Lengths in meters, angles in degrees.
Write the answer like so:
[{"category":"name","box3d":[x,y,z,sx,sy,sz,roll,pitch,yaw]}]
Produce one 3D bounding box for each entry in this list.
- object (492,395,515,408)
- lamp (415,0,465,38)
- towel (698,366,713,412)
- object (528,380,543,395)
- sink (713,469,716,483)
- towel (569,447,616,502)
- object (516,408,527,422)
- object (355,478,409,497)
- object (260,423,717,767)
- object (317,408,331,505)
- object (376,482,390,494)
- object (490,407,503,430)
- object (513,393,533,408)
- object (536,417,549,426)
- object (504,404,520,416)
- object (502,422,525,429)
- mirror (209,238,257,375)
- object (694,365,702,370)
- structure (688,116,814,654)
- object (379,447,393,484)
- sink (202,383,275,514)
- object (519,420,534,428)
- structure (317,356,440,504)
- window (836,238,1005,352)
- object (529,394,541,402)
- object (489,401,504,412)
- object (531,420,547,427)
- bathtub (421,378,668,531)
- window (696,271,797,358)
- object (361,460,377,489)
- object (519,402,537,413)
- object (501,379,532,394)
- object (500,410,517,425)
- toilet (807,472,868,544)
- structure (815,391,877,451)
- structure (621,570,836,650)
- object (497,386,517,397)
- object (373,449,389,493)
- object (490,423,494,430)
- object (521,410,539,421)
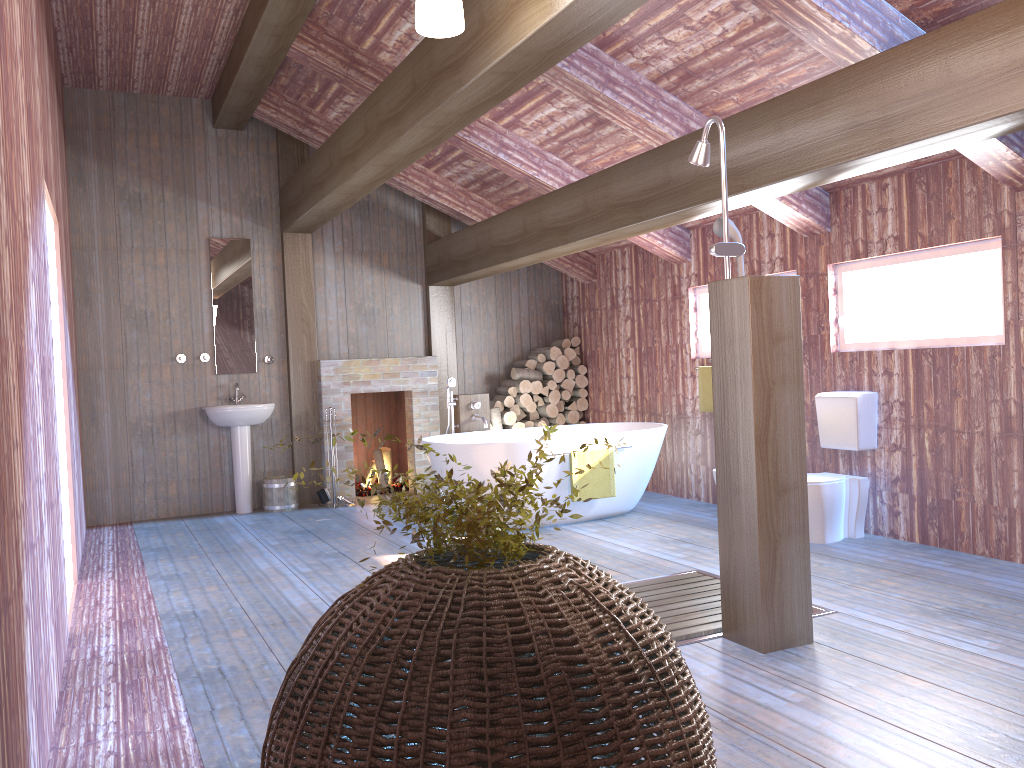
[{"category":"object","box3d":[-0.085,0.167,8.687,0.115,0.123,0.291,-3,1,-24]},{"category":"lamp","box3d":[-0.278,-1.766,3.156,0.174,1.001,0.174,-4,1,-44]},{"category":"towel","box3d":[1.573,0.042,6.884,0.032,0.361,0.370,-3,1,-25]},{"category":"object","box3d":[0.145,0.031,8.808,0.138,0.147,0.440,-3,1,-25]},{"category":"sink","box3d":[1.676,0.714,6.314,0.515,0.517,0.335,-3,1,-24]},{"category":"towel","box3d":[0.574,0.637,6.281,0.370,0.361,0.032,-3,1,-29]},{"category":"object","box3d":[0.020,0.301,8.851,0.128,0.150,0.323,-3,1,-25]},{"category":"object","box3d":[-1.400,1.032,8.982,0.829,0.085,0.935,-4,1,-43]},{"category":"object","box3d":[-0.056,0.609,1.939,0.972,1.073,0.970,-4,1,-45]},{"category":"object","box3d":[-1.670,0.640,7.818,0.136,0.846,0.062,-4,1,-44]},{"category":"object","box3d":[-1.283,1.018,8.694,0.085,0.084,0.278,-2,1,21]},{"category":"object","box3d":[-0.153,0.372,8.473,0.147,0.298,0.109,-3,1,-22]},{"category":"object","box3d":[0.038,0.160,8.750,0.141,0.143,0.437,-3,1,-27]},{"category":"object","box3d":[0.255,0.389,8.964,0.116,0.118,0.289,-3,1,-27]},{"category":"object","box3d":[-0.036,0.254,8.728,0.111,0.113,0.301,-3,1,-26]},{"category":"object","box3d":[-0.032,0.428,8.737,0.139,0.148,0.458,-3,1,-25]},{"category":"mirror","box3d":[-2.465,-0.688,7.845,0.350,1.199,0.009,-3,1,-25]},{"category":"object","box3d":[1.600,-0.127,6.892,0.091,0.043,0.581,-3,1,-25]},{"category":"structure","box3d":[0.988,-0.042,3.705,0.328,2.209,0.522,-3,1,-5]},{"category":"object","box3d":[-1.279,0.864,8.939,0.140,0.459,0.266,-3,1,-8]},{"category":"sink","box3d":[-2.334,0.557,7.674,0.582,1.143,0.475,-3,1,-26]},{"category":"object","box3d":[0.102,0.413,8.786,0.114,0.120,0.303,-3,1,-24]},{"category":"structure","box3d":[-1.241,0.419,8.344,1.130,1.330,0.226,-3,1,-25]},{"category":"window","box3d":[2.439,-0.504,5.332,0.054,0.587,1.255,-3,1,-24]},{"category":"object","box3d":[0.190,0.139,8.824,0.088,0.092,0.280,-3,1,-24]},{"category":"object","box3d":[-0.197,0.218,8.687,0.114,0.113,0.301,-3,1,-27]},{"category":"object","box3d":[0.197,0.404,8.826,0.098,0.100,0.437,-3,1,-27]},{"category":"bathtub","box3d":[0.278,0.477,6.774,1.935,1.109,1.460,-3,1,-3]},{"category":"window","box3d":[1.801,-0.503,6.741,0.054,0.587,1.255,-3,1,-24]},{"category":"object","box3d":[-1.397,0.913,8.813,0.221,0.306,0.121,-3,1,2]},{"category":"object","box3d":[0.130,0.219,8.791,0.115,0.123,0.291,-3,1,-24]},{"category":"object","box3d":[0.041,0.022,8.758,0.135,0.145,0.439,-3,1,-25]},{"category":"object","box3d":[-0.109,0.323,8.683,0.138,0.147,0.440,-3,1,-25]},{"category":"toilet","box3d":[1.904,0.778,5.554,0.534,0.400,0.375,-3,1,-24]},{"category":"structure","box3d":[2.132,0.232,5.657,0.182,0.363,0.358,-3,1,-24]},{"category":"structure","box3d":[0.788,1.072,4.209,1.000,0.067,1.000,-3,1,-25]},{"category":"object","box3d":[-0.047,0.075,8.722,0.106,0.112,0.282,-3,1,-24]},{"category":"object","box3d":[-1.280,0.854,8.686,0.098,0.434,0.283,-3,1,-27]},{"category":"object","box3d":[-0.340,0.418,8.584,0.139,0.137,0.455,-3,1,-27]},{"category":"object","box3d":[0.155,0.308,8.917,0.104,0.127,0.321,-3,1,-25]}]
